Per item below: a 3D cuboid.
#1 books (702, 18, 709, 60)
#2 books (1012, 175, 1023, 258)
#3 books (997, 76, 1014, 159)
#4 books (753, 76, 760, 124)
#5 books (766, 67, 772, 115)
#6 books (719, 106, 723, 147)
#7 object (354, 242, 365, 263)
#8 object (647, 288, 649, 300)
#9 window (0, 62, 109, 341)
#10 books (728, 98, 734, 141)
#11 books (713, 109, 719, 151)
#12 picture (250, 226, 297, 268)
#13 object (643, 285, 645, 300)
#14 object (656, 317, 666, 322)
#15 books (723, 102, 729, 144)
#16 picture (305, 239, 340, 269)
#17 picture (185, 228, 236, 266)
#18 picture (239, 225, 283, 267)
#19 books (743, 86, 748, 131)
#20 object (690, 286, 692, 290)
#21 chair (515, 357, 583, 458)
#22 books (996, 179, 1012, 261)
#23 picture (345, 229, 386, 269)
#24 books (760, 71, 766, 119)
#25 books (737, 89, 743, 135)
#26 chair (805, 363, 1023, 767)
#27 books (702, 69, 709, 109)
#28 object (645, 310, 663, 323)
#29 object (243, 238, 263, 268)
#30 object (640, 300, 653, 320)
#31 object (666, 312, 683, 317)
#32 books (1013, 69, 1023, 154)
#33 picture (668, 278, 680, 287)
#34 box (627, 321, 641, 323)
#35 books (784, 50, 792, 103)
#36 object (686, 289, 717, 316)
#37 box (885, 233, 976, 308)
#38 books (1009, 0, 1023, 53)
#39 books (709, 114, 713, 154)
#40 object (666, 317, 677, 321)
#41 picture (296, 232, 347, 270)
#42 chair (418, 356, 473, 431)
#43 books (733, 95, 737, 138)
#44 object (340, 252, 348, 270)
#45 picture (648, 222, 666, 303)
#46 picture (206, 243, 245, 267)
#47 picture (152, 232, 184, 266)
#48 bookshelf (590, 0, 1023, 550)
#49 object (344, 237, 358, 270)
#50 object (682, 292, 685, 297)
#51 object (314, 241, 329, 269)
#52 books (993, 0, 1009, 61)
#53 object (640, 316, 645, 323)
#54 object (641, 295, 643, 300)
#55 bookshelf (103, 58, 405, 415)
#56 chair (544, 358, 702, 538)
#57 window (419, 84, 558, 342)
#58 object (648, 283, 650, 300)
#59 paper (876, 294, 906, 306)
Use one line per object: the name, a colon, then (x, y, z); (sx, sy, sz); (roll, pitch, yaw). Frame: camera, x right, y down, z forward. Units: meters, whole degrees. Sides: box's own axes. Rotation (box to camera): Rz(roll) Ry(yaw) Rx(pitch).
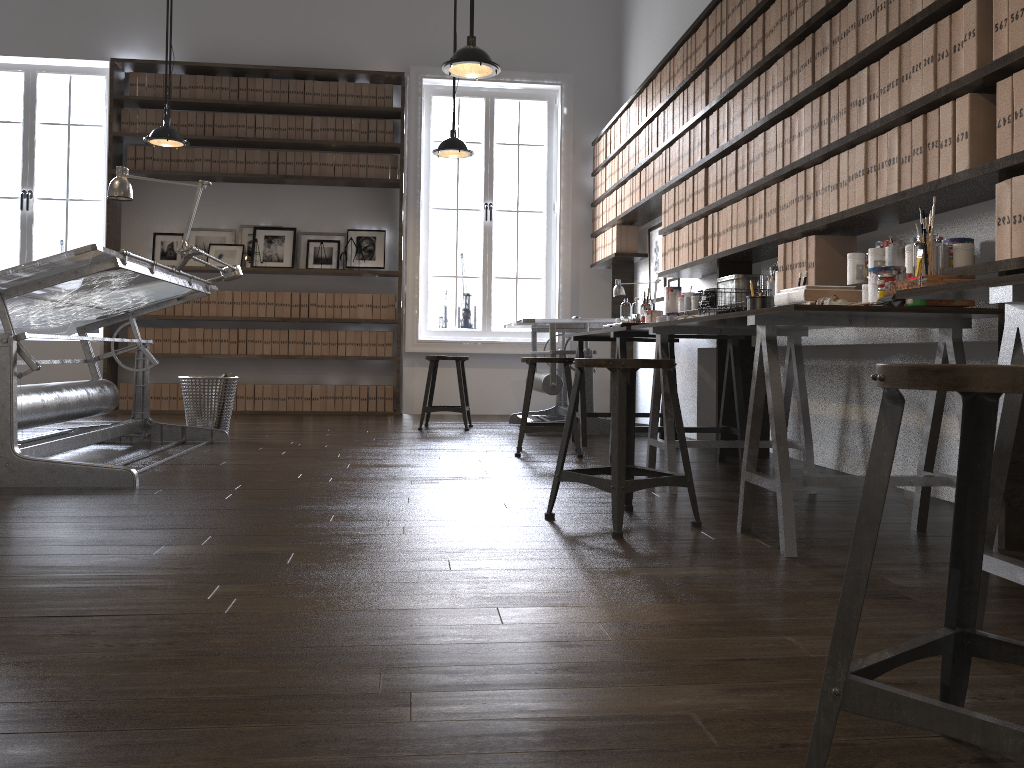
books: (1.147, -1.892, 4.891); (0.174, 0.226, 0.066); (1, -1, -6)
books: (1.414, -0.433, 2.323); (0.174, 0.226, 0.066); (1, -1, -6)
books: (1.416, -0.712, 2.403); (0.174, 0.226, 0.066); (1, -1, -6)
books: (1.223, -1.315, 4.144); (0.174, 0.226, 0.067); (1, -1, -6)
books: (1.245, -1.311, 4.005); (0.174, 0.226, 0.066); (1, -1, -6)
books: (1.175, -1.331, 4.623); (0.174, 0.226, 0.066); (1, -1, -6)
object: (-1.343, -1.117, 7.784); (0.110, 0.262, 0.040); (1, -1, -6)
object: (0.820, -0.485, 5.379); (0.006, 0.193, 0.055); (1, -1, -8)
window: (-4.166, -1.550, 7.628); (1.482, 2.500, 0.153); (1, -1, -6)
books: (1.190, -1.326, 4.482); (0.174, 0.226, 0.066); (1, -1, -6)
books: (1.161, -1.333, 4.697); (0.174, 0.226, 0.067); (1, -1, -6)
picture: (-2.095, -1.193, 7.787); (0.373, 0.392, 0.148); (1, -1, -6)
object: (0.805, -0.491, 5.381); (0.007, 0.214, 0.055); (0, -1, 29)
object: (0.858, -0.337, 5.081); (0.062, 0.094, 0.062); (1, 0, 34)
books: (1.178, -1.328, 4.552); (0.174, 0.226, 0.066); (1, -1, -6)
picture: (-1.673, -1.138, 7.842); (0.289, 0.291, 0.127); (1, -1, -6)
picture: (-2.652, -1.187, 7.773); (0.415, 0.366, 0.083); (1, -1, -6)
picture: (-2.225, -1.203, 7.825); (0.369, 0.406, 0.091); (1, -1, -6)
books: (1.212, -1.320, 4.278); (0.174, 0.226, 0.066); (1, -1, -6)
object: (1.124, -0.530, 5.603); (0.033, 0.184, 0.005); (1, -1, -13)
chair: (0.201, 0.121, 4.778); (0.358, 0.528, 0.371); (1, 0, 2)
books: (1.409, -0.435, 2.396); (0.174, 0.226, 0.066); (1, -1, -6)
picture: (-1.303, -1.204, 7.898); (0.343, 0.365, 0.160); (1, -1, -6)
books: (1.235, -1.313, 4.074); (0.174, 0.226, 0.066); (1, -1, -6)
books: (1.200, -1.322, 4.344); (0.174, 0.226, 0.067); (1, -1, -6)
chair: (0.582, 0.242, 1.013); (0.371, 0.528, 0.358); (1, 0, -38)
books: (1.143, -1.615, 4.892); (0.174, 0.226, 0.067); (1, -1, -6)
object: (0.833, -0.360, 5.189); (0.104, 0.142, 0.105); (1, 0, -14)
object: (-2.232, -1.125, 7.634); (0.174, 0.260, 0.040); (1, -1, -6)
object: (0.947, -0.452, 5.352); (0.345, 0.146, 0.077); (1, 0, 16)
object: (0.944, -0.351, 5.153); (0.094, 0.128, 0.095); (1, 0, -3)
books: (1.419, -0.710, 2.329); (0.174, 0.226, 0.067); (1, -1, -6)
picture: (1.145, -0.656, 6.245); (0.023, 0.183, 0.251); (1, 1, -6)
box: (0.793, -0.344, 5.417); (0.137, 0.083, 0.212); (1, 1, -7)
books: (1.262, -1.304, 3.791); (0.174, 0.226, 0.067); (1, -1, -6)
object: (1.118, -0.466, 5.111); (0.236, 0.162, 0.107); (0, 0, -41)
box: (1.133, -0.309, 2.411); (0.137, 0.207, 0.212); (1, 0, -6)
books: (1.425, -0.986, 2.357); (0.174, 0.226, 0.066); (1, -1, -6)
books: (1.158, -1.335, 4.772); (0.174, 0.226, 0.066); (1, -1, -6)
object: (0.908, -0.335, 5.031); (0.062, 0.093, 0.063); (0, 0, 43)
picture: (-1.689, -1.174, 7.882); (0.434, 0.361, 0.095); (1, -1, -6)
chair: (-0.466, 0.064, 6.323); (0.358, 0.528, 0.371); (1, 0, 2)
books: (1.198, -1.324, 4.412); (0.174, 0.226, 0.066); (1, -1, -6)
object: (-1.465, -1.068, 7.706); (0.066, 0.166, 0.040); (1, -1, -6)
picture: (1.093, -0.906, 6.654); (0.040, 0.575, 0.415); (1, 0, -6)
picture: (-2.497, -1.113, 7.713); (0.300, 0.229, 0.144); (1, 0, -6)
picture: (-3.007, -1.167, 7.751); (0.267, 0.315, 0.058); (1, -1, -6)
bookshelf: (1.389, -0.444, 3.337); (0.373, 3.208, 9.178); (1, 1, -6)
object: (-1.409, -1.138, 7.749); (0.118, 0.304, 0.040); (1, -1, -6)
object: (1.086, -0.502, 5.531); (0.051, 0.140, 0.050); (1, -1, -9)
object: (-1.659, -1.118, 7.712); (0.124, 0.260, 0.040); (1, -1, -6)
books: (1.419, -0.988, 2.426); (0.174, 0.226, 0.066); (1, -1, -6)
object: (0.786, -0.349, 5.250); (0.049, 0.112, 0.049); (1, -1, -10)
object: (0.804, -0.466, 5.391); (0.037, 0.154, 0.005); (1, -1, -11)
bookshelf: (-2.214, -0.888, 7.787); (2.473, 3.727, 0.412); (1, -1, -6)
chair: (0.353, 0.184, 2.810); (0.358, 0.528, 0.372); (1, 0, -33)
window: (-0.214, -1.515, 7.952); (1.244, 2.312, 0.153); (1, -1, -6)
object: (0.828, -0.499, 5.388); (0.021, 0.228, 0.007); (1, -1, 5)
paper: (0.977, -0.223, 2.408); (0.137, 0.038, 0.155); (1, 2, 8)
